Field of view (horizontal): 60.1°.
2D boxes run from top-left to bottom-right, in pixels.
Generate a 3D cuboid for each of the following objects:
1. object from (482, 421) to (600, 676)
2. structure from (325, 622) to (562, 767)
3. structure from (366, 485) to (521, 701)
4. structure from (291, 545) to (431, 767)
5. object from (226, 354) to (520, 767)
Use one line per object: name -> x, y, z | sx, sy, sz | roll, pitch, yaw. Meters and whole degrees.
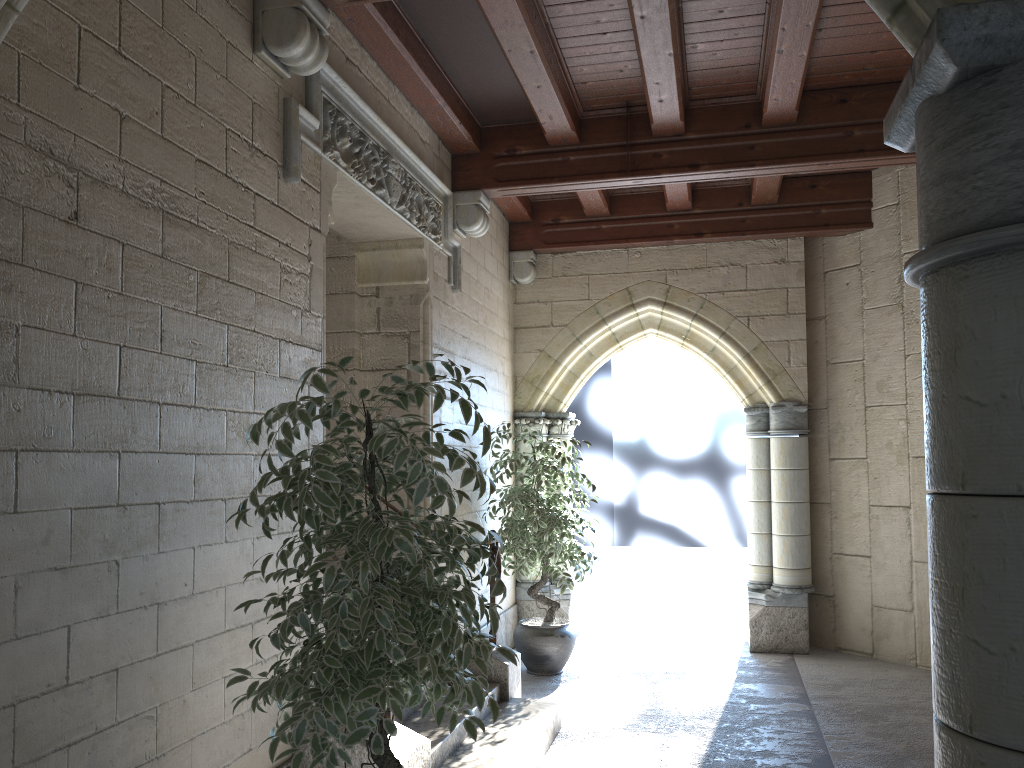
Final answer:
object -> 0.182, 1.045, 5.702 | 0.787, 1.614, 0.753 | -1, -3, 9
structure -> -1.145, 1.320, 4.178 | 2.574, 0.807, 1.465 | -2, -5, 13
structure -> -0.439, 1.140, 4.758 | 0.888, 1.258, 0.474 | -1, -3, 13
structure -> -0.756, 1.014, 3.385 | 0.888, 1.258, 0.478 | -1, -3, 13
object -> -0.372, 0.739, 2.396 | 0.788, 1.614, 0.752 | -4, -4, 44
